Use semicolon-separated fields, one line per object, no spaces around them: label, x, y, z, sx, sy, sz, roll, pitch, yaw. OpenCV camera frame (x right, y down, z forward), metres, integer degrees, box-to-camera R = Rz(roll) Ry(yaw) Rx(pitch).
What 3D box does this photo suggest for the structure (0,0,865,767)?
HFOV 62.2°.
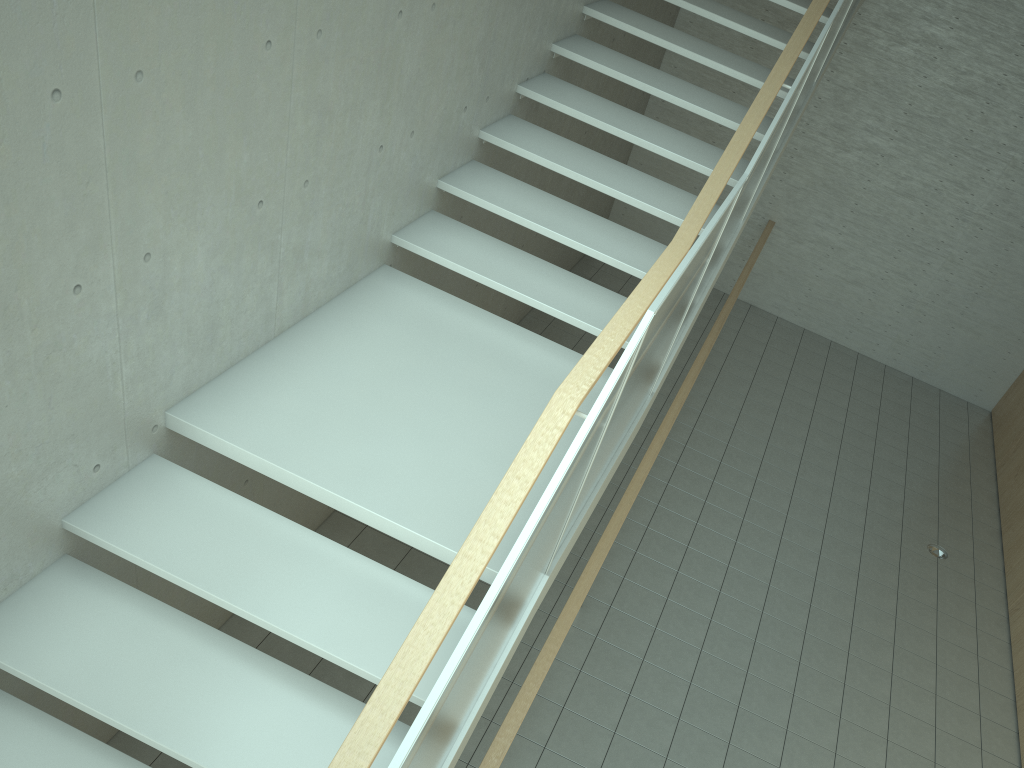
structure;-0.048;-0.393;3.906;1.855;4.909;11.078;26;37;11
